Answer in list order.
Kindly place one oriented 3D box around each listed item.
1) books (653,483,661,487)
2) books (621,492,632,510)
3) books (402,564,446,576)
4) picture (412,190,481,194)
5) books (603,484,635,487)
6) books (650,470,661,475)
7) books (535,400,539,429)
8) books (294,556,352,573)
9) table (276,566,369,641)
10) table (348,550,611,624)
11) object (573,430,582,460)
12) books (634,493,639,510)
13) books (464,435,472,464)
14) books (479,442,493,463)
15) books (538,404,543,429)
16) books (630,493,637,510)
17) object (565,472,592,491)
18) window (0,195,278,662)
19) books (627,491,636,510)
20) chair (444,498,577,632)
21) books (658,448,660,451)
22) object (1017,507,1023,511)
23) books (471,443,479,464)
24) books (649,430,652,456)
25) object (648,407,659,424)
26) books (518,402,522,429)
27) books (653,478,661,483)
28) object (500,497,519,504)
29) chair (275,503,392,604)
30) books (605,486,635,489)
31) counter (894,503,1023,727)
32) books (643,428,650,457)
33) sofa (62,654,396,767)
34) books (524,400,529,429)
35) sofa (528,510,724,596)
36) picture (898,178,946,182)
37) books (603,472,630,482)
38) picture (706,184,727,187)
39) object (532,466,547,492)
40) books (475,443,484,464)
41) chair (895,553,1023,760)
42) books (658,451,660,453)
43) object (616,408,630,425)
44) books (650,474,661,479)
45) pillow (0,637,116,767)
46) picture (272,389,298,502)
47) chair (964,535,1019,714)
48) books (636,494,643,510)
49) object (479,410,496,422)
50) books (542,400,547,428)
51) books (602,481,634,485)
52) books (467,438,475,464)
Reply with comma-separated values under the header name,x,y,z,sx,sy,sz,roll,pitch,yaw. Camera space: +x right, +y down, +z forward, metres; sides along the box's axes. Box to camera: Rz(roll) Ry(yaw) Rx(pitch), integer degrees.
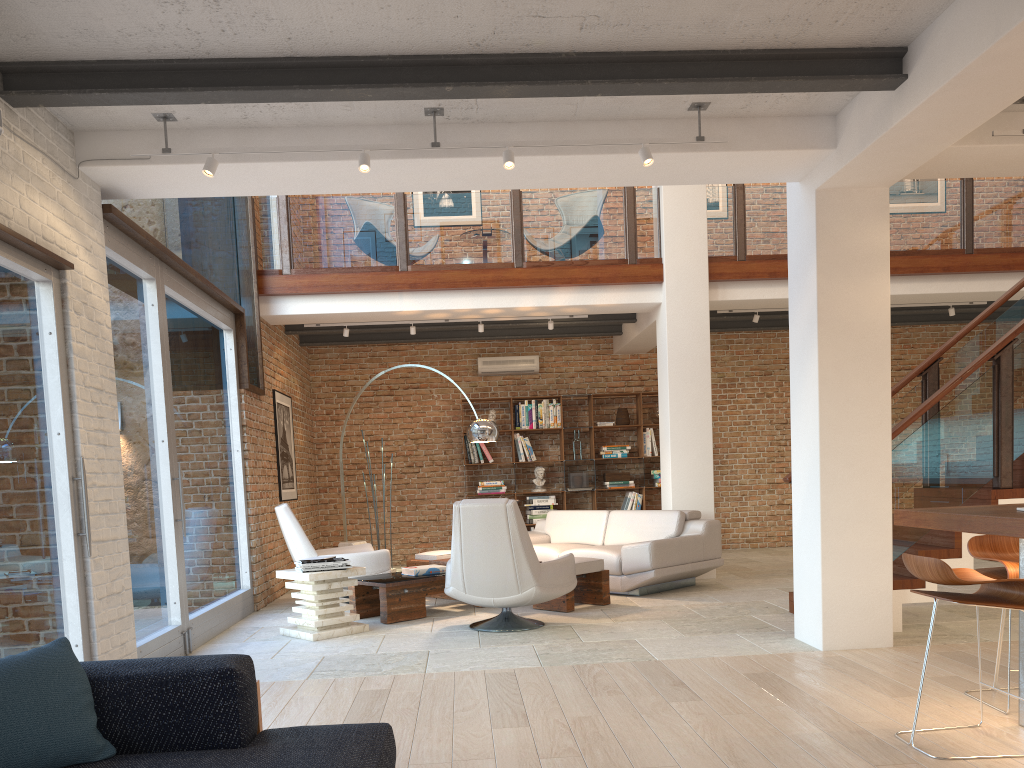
name,x,y,z,sx,sy,sz,roll,pitch,yaw
books,2.086,1.359,11.803,0.326,0.055,0.255,-2,-6,-1
books,1.532,1.644,11.806,0.163,0.373,0.243,-3,1,-4
books,-0.756,1.610,7.539,0.325,0.056,0.256,1,-7,-33
picture,-0.872,-2.684,11.526,0.913,1.202,0.027,-3,4,-3
books,1.440,1.371,11.782,0.379,0.036,0.245,-2,-6,-8
books,2.042,1.193,11.798,0.327,0.055,0.255,-3,-6,7
books,0.320,0.415,11.629,0.036,0.385,0.243,-3,1,-4
books,-1.480,1.391,6.770,0.388,0.079,0.571,-1,-6,-19
table,-1.464,1.678,6.736,0.493,0.505,0.496,-2,-1,-43
table,-0.485,1.788,7.841,1.964,0.429,2.217,3,-8,-42
object,0.872,0.814,11.635,0.121,0.400,0.061,-2,4,-1
books,1.649,1.649,11.809,0.098,0.355,0.271,-3,1,-4
books,-0.588,0.878,11.611,0.091,0.386,0.243,-3,1,-4
books,-0.352,0.904,11.646,0.195,0.319,0.254,-3,0,-3
books,0.368,0.439,11.619,0.055,0.330,0.254,-3,1,-4
books,1.628,1.647,11.798,0.098,0.355,0.271,-3,1,-4
object,0.891,1.309,11.693,0.335,0.233,0.284,-2,-2,-3
window,-2.570,-1.475,4.167,0.647,6.392,12.363,-3,-4,-4
books,1.575,1.639,11.785,0.161,0.374,0.243,-3,1,-4
chair,-0.084,1.354,6.578,1.029,1.019,0.969,-3,-1,13
books,2.072,0.882,11.753,0.132,0.034,0.207,-1,-6,-13
object,2.221,0.486,3.514,0.395,0.035,0.198,-3,-6,1
books,-0.500,0.903,11.645,0.102,0.335,0.254,-3,1,-4
books,1.836,0.802,11.746,0.021,0.360,0.271,-3,1,-4
object,2.048,0.430,11.711,0.440,0.219,0.434,-6,-5,38
books,0.103,0.437,11.627,0.021,0.360,0.271,-3,1,-4
books,2.109,1.301,11.800,0.326,0.056,0.256,-2,-6,-8
object,-0.137,1.314,7.978,0.540,0.609,0.316,-2,2,-32
chair,-1.710,1.604,8.256,0.981,1.001,1.028,-2,-1,-19
books,1.455,1.398,11.771,0.355,0.020,0.273,-2,-6,-5
counter,2.687,0.873,2.847,1.685,0.919,2.503,-2,-5,-3
books,1.807,0.788,11.734,0.036,0.385,0.243,-3,1,-4
sofa,-0.704,0.932,0.826,2.078,0.660,3.961,-2,-6,-4
books,0.189,0.419,11.617,0.036,0.385,0.243,-3,1,-4
sofa,0.859,1.682,8.918,1.140,0.757,2.342,0,-6,-43
picture,5.461,-2.923,11.876,0.913,1.202,0.027,-3,4,-3
books,1.411,1.254,11.746,0.335,0.119,0.213,-2,-4,-3
picture,2.434,-2.809,11.708,0.913,1.202,0.027,-3,4,-3
object,0.363,1.274,11.686,0.196,0.351,0.192,-2,2,12
books,-0.444,0.874,11.615,0.121,0.382,0.243,-3,1,-4
chair,1.786,1.053,3.464,0.422,0.777,0.402,-3,2,-3
books,2.080,0.908,11.760,0.171,0.019,0.237,-2,-6,0
object,1.478,0.441,11.636,0.193,0.233,0.193,-2,0,44
books,2.061,1.248,11.803,0.326,0.055,0.255,-2,-6,-3
pillow,-1.404,0.884,2.318,0.562,0.328,0.378,1,-3,-43
picture,-2.507,0.702,9.657,0.027,1.199,0.910,-3,1,-4
chair,2.360,1.089,4.033,0.405,0.777,0.420,-3,2,-3
books,1.694,1.654,11.798,0.116,0.335,0.254,-3,1,-4
object,-0.332,0.478,11.541,0.252,0.284,0.129,-2,3,5
books,0.433,0.412,11.648,0.036,0.385,0.243,-3,1,-4
books,1.426,1.331,11.744,0.379,0.036,0.245,-2,-6,-5
books,-0.551,0.877,11.621,0.091,0.386,0.243,-3,1,-4
